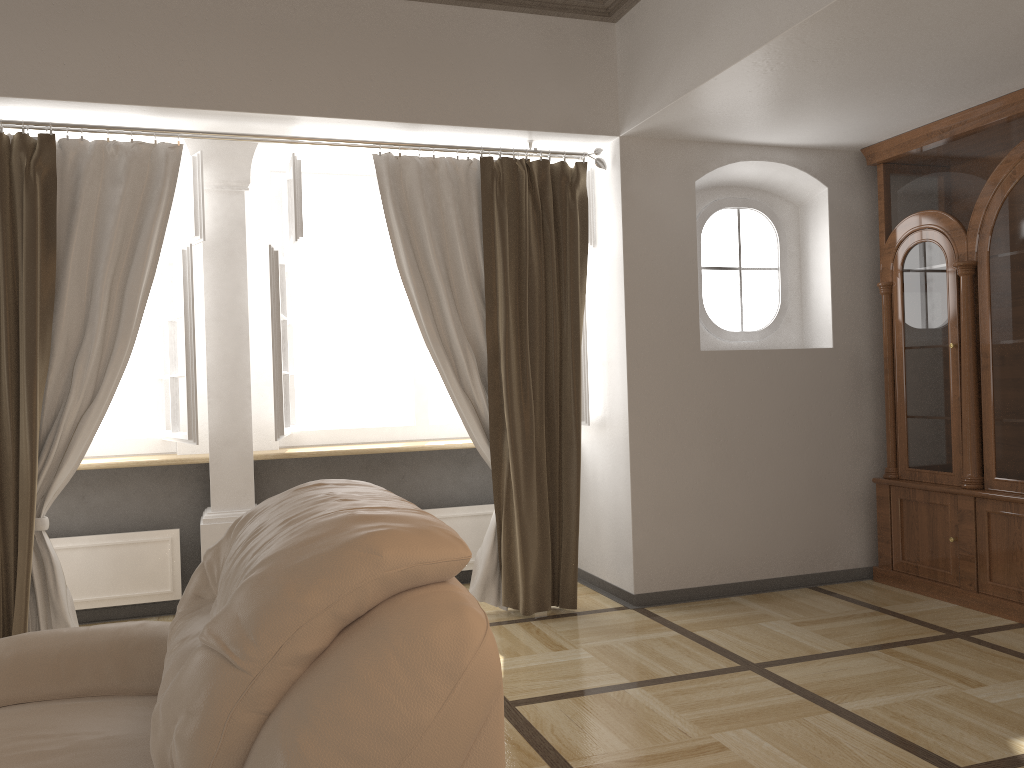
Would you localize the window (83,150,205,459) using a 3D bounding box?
[{"bbox_3d":[-2.348,-0.366,4.117,1.759,1.500,0.784,-2,0,-19],"label":"window"}]

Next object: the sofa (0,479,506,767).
[{"bbox_3d":[-0.671,0.684,1.695,1.052,0.900,1.318,-2,0,-19],"label":"sofa"}]

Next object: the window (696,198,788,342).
[{"bbox_3d":[1.236,-0.619,4.830,0.600,0.784,0.050,-2,0,-19],"label":"window"}]

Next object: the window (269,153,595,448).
[{"bbox_3d":[-0.460,-0.428,4.741,1.653,1.500,0.782,-2,0,-19],"label":"window"}]

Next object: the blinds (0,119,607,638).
[{"bbox_3d":[-2.230,0.028,3.534,5.765,2.294,0.285,-2,0,-19],"label":"blinds"}]

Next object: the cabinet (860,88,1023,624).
[{"bbox_3d":[2.530,-0.121,3.700,0.587,2.298,2.360,-2,0,-19],"label":"cabinet"}]
